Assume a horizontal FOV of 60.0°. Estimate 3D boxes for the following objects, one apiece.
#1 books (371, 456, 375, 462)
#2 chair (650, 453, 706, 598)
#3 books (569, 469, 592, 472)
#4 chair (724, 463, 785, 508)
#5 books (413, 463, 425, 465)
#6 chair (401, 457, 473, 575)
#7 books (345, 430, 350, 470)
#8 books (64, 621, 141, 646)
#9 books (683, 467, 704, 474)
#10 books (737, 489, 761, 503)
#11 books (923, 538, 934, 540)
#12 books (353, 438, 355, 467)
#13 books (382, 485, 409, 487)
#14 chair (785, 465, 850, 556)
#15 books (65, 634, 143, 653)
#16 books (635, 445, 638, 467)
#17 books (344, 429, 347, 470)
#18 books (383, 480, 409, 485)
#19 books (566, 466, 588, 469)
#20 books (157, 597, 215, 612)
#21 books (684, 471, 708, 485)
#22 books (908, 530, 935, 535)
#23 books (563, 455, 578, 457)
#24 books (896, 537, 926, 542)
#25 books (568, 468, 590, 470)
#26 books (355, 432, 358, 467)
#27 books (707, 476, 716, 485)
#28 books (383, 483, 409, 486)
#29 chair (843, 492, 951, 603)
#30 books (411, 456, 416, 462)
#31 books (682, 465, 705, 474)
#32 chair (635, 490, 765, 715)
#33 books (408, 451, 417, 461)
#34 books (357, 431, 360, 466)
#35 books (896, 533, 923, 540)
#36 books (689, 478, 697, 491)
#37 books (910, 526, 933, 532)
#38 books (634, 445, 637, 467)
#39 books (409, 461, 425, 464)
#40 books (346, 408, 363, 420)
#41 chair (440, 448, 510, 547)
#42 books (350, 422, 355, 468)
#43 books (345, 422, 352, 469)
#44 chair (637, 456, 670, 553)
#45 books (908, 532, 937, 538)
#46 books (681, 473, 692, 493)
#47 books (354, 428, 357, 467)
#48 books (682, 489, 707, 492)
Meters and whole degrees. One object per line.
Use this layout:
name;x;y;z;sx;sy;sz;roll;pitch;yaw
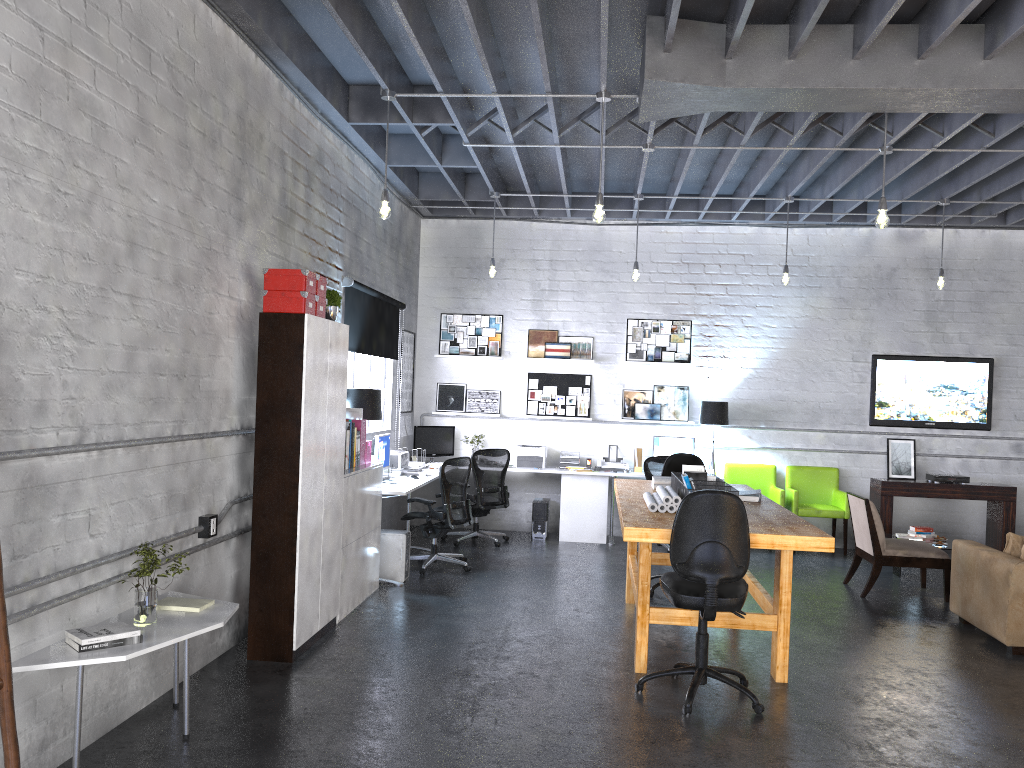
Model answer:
books;-1.294;0.748;7.790;0.172;0.243;0.026;2;0;6
chair;1.469;1.177;7.421;0.659;1.165;0.687;2;0;4
books;0.765;0.964;9.907;0.211;0.014;0.148;2;-1;-30
chair;2.696;1.370;9.950;0.611;0.920;0.516;2;0;6
books;-1.096;0.850;9.485;0.297;0.006;0.210;2;-1;8
chair;-0.706;1.168;8.131;0.752;1.031;0.732;2;0;9
books;-1.289;0.480;6.513;0.174;0.286;0.045;2;0;6
books;-1.693;1.030;3.667;0.185;0.022;0.234;2;-1;44
books;1.350;0.719;6.591;0.158;0.200;0.082;2;0;5
books;1.669;0.797;6.389;0.244;0.067;0.298;2;-1;15
books;4.143;1.560;9.025;0.223;0.032;0.161;2;-1;-14
books;-1.271;0.492;6.697;0.161;0.266;0.026;2;0;6
books;-1.026;0.876;7.686;0.213;0.012;0.158;2;-1;31
chair;3.387;1.395;9.883;0.611;0.920;0.516;2;0;6
books;-1.693;1.056;3.678;0.250;0.031;0.185;3;-1;-42
books;1.423;0.847;10.131;0.043;0.296;0.210;2;0;6
books;-1.297;0.475;6.462;0.170;0.293;0.057;2;0;6
books;-1.023;0.854;7.692;0.212;0.010;0.171;2;-1;32
books;0.722;0.934;9.896;0.211;0.014;0.148;2;-1;20
books;-1.599;1.071;4.310;0.248;0.021;0.176;2;-1;5
books;1.249;0.703;6.059;0.158;0.214;0.063;2;0;6
books;4.161;1.508;9.022;0.208;0.024;0.144;2;-1;-9
books;0.670;0.832;10.233;0.134;0.008;0.203;2;-1;-11
books;3.927;1.543;8.737;0.174;0.045;0.240;2;-1;-5
books;0.748;0.949;9.896;0.211;0.014;0.148;2;-1;-20
books;-1.292;0.494;6.777;0.219;0.267;0.060;2;0;11
books;1.320;0.720;6.083;0.143;0.188;0.061;2;0;6
books;-1.028;0.864;7.688;0.209;0.012;0.158;2;-1;29
chair;3.375;1.414;7.796;0.725;0.842;0.575;2;0;6
books;-1.078;0.834;9.810;0.037;0.076;0.102;2;0;21
books;1.356;0.713;6.621;0.171;0.210;0.046;2;0;6
chair;1.031;1.136;4.886;0.659;1.165;0.687;2;0;4
books;-1.100;0.802;9.809;0.017;0.121;0.184;2;0;20
books;-1.286;0.492;6.837;0.220;0.271;0.082;2;0;6
books;3.922;1.506;8.760;0.223;0.027;0.161;2;-1;15
books;1.150;0.696;5.555;0.097;0.209;0.157;2;0;6
books;4.161;1.475;9.014;0.185;0.041;0.129;2;0;0
books;1.414;0.848;10.128;0.036;0.296;0.210;2;0;6
books;-1.097;0.839;9.490;0.297;0.006;0.210;2;-1;6
books;-1.265;0.319;6.950;0.192;0.267;0.060;2;0;5
chair;-0.391;1.194;9.565;0.752;1.031;0.732;2;0;29
books;-1.285;0.455;6.650;0.197;0.339;0.065;2;0;6
books;-1.286;0.451;6.589;0.176;0.346;0.053;2;0;6
chair;1.581;1.268;9.527;0.732;1.031;0.752;2;0;-26
books;4.170;1.533;9.017;0.161;0.026;0.223;2;-1;-25
books;1.119;0.683;5.573;0.108;0.234;0.166;2;0;6
books;-1.264;0.476;6.722;0.159;0.298;0.026;2;0;6
books;1.267;0.720;5.878;0.232;0.027;0.184;2;-1;-22
